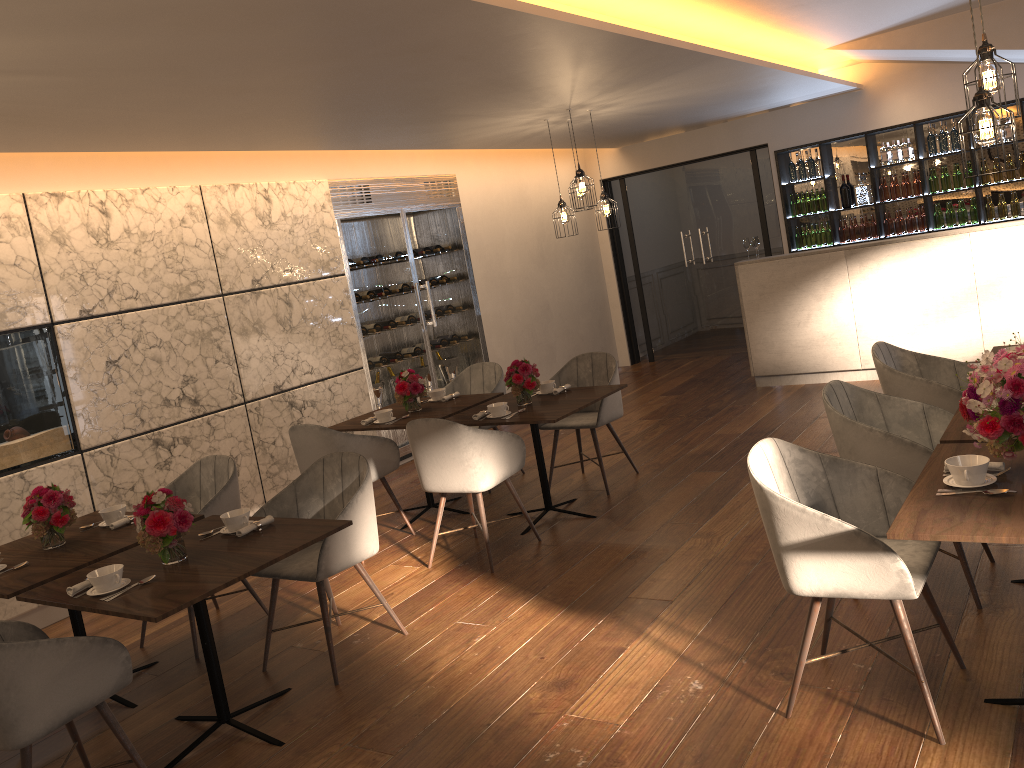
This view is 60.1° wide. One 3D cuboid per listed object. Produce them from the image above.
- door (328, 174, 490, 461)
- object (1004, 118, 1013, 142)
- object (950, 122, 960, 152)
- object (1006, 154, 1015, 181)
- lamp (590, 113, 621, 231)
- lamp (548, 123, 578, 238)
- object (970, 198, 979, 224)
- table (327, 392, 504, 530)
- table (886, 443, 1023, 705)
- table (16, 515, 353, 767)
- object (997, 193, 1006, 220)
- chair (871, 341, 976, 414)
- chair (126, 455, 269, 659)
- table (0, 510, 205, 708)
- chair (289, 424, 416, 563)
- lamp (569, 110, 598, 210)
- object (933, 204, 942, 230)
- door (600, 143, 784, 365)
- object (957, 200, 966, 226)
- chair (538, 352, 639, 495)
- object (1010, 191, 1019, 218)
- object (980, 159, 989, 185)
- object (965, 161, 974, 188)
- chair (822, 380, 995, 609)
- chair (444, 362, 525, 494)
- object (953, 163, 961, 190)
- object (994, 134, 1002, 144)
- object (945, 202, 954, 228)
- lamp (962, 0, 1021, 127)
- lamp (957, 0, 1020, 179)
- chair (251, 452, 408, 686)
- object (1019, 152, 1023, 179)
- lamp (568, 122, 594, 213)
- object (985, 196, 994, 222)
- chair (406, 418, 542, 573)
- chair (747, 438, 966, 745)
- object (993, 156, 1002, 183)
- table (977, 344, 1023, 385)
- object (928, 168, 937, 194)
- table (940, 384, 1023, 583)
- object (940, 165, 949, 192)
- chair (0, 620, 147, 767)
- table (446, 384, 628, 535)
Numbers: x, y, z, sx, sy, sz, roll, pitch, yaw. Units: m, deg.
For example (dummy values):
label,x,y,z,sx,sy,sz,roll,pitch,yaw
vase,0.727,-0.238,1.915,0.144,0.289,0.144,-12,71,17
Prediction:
label,x,y,z,sx,sy,sz,roll,pitch,yaw
door,-0.823,-0.669,8.110,0.134,2.456,1.873,-7,7,35
object,4.748,-2.436,8.463,0.070,0.234,0.041,-6,6,35
object,4.360,-2.445,8.724,0.076,0.308,0.075,-15,7,-44
object,4.798,-2.092,8.540,0.065,0.260,0.066,-9,6,14
lamp,0.606,-2.259,7.048,0.174,2.060,0.176,-6,6,37
lamp,0.271,-2.211,7.131,0.174,2.060,0.176,-6,6,37
object,4.572,-1.717,8.775,0.065,0.260,0.066,-9,6,14
table,-0.607,0.534,6.036,0.894,0.717,0.904,-5,9,35
table,1.708,0.638,2.586,0.894,0.717,0.904,-5,9,35
table,-1.189,1.023,3.466,0.894,0.717,0.904,-5,9,35
object,4.771,-1.731,8.636,0.065,0.260,0.066,-9,6,14
chair,2.160,0.199,4.464,0.524,0.868,0.570,-6,7,35
chair,-1.646,0.861,4.577,0.563,0.868,0.531,-6,7,35
table,-1.972,1.081,4.014,0.894,0.717,0.904,-5,9,35
chair,-1.025,0.608,5.524,0.563,0.868,0.531,-6,7,35
lamp,0.391,-2.375,6.763,0.174,2.060,0.176,-6,6,37
object,4.302,-1.697,8.964,0.065,0.260,0.066,-9,6,14
door,2.223,-1.460,10.490,2.100,2.322,0.276,-5,7,35
object,4.482,-1.710,8.838,0.065,0.260,0.066,-9,6,14
chair,0.501,0.257,6.053,0.563,0.868,0.531,-6,7,35
object,4.861,-1.738,8.573,0.065,0.260,0.066,-9,6,14
object,4.618,-2.078,8.666,0.065,0.260,0.066,-9,6,14
object,4.509,-2.071,8.742,0.065,0.262,0.066,-9,6,14
chair,1.643,0.406,3.697,0.524,0.868,0.570,-6,7,35
chair,-0.281,0.315,6.600,0.563,0.868,0.531,-6,7,35
object,4.419,-2.065,8.805,0.065,0.262,0.066,-9,6,14
object,4.665,-2.430,8.520,0.070,0.234,0.041,-6,6,35
object,4.392,-1.703,8.901,0.065,0.260,0.066,-9,6,14
lamp,1.688,-2.024,3.333,0.174,2.060,0.176,-6,6,37
lamp,1.541,-1.762,3.082,0.174,2.060,0.176,-6,6,37
chair,-0.863,0.803,4.030,0.563,0.868,0.531,-6,7,35
object,4.888,-2.098,8.477,0.065,0.260,0.066,-9,6,14
lamp,0.418,-2.473,7.381,0.174,2.060,0.176,-6,6,37
object,4.681,-1.725,8.699,0.065,0.260,0.066,-9,6,14
chair,-0.243,0.551,4.977,0.563,0.868,0.531,-6,7,35
chair,1.126,0.613,2.930,0.524,0.868,0.570,-6,7,35
object,4.708,-2.085,8.603,0.065,0.260,0.066,-9,6,14
table,2.743,0.223,4.119,0.894,0.717,0.904,-5,9,35
object,4.238,-2.050,8.931,0.065,0.260,0.066,-9,6,14
table,2.225,0.431,3.352,0.894,0.717,0.904,-5,9,35
object,4.328,-2.058,8.868,0.065,0.262,0.066,-9,6,14
chair,-1.608,1.097,2.954,0.563,0.868,0.531,-6,7,35
table,0.176,0.476,5.489,0.894,0.717,0.904,-5,9,35
